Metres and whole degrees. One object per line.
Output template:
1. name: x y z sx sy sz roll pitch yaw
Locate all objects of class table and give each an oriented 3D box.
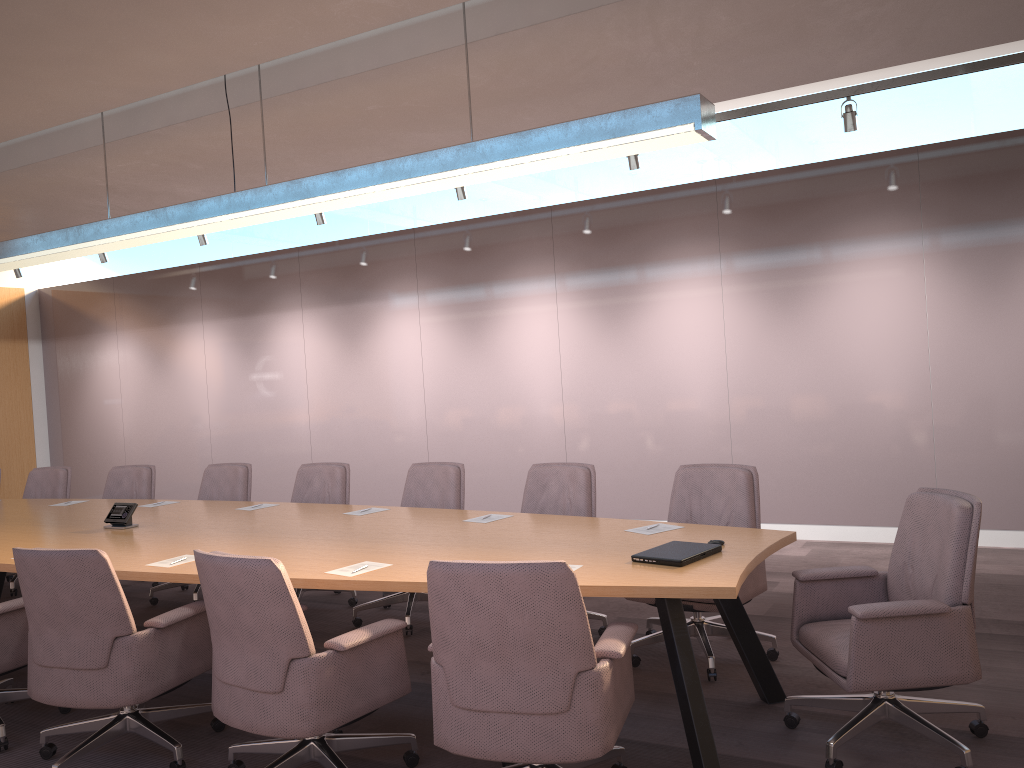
1. table: -2.469 1.228 5.379 8.000 0.748 1.885 -3 1 29

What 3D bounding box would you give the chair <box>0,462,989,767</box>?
1. chair: -2.564 1.132 5.436 9.673 0.948 3.001 -3 1 30

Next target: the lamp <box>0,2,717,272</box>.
1. lamp: -2.330 -1.736 5.143 6.974 1.864 0.200 -3 1 29

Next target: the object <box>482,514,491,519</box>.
1. object: -0.135 0.710 4.752 0.009 0.009 0.125 -3 1 22

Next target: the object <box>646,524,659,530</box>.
1. object: 0.663 0.669 4.160 0.009 0.009 0.125 -3 1 37

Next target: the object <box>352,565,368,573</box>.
1. object: -0.622 0.756 3.624 0.009 0.009 0.125 -3 1 21

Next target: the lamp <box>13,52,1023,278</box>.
1. lamp: -2.457 -2.000 5.155 12.467 1.321 5.699 -3 1 29

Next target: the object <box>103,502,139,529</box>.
1. object: -2.311 0.776 5.234 0.200 0.139 0.110 -3 1 29

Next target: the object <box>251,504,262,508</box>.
1. object: -1.658 0.791 5.773 0.009 0.009 0.125 -3 1 19

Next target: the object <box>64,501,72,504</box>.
1. object: -3.314 0.883 6.623 0.009 0.009 0.125 -4 1 -1

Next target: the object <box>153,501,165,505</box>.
1. object: -2.482 0.836 6.238 0.009 0.009 0.125 -3 1 16

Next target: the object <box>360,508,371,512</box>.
1. object: -0.867 0.749 5.277 0.009 0.009 0.125 -3 1 24

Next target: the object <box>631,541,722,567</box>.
1. object: 0.655 0.671 3.522 0.231 0.026 0.325 -3 1 42

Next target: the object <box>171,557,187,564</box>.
1. object: -1.522 0.807 4.042 0.009 0.009 0.125 -3 1 12

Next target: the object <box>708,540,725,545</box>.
1. object: 0.850 0.659 3.694 0.070 0.019 0.039 -3 1 23

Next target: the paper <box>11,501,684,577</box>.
1. paper: -2.410 0.849 5.335 6.800 0.001 1.713 -3 1 29
